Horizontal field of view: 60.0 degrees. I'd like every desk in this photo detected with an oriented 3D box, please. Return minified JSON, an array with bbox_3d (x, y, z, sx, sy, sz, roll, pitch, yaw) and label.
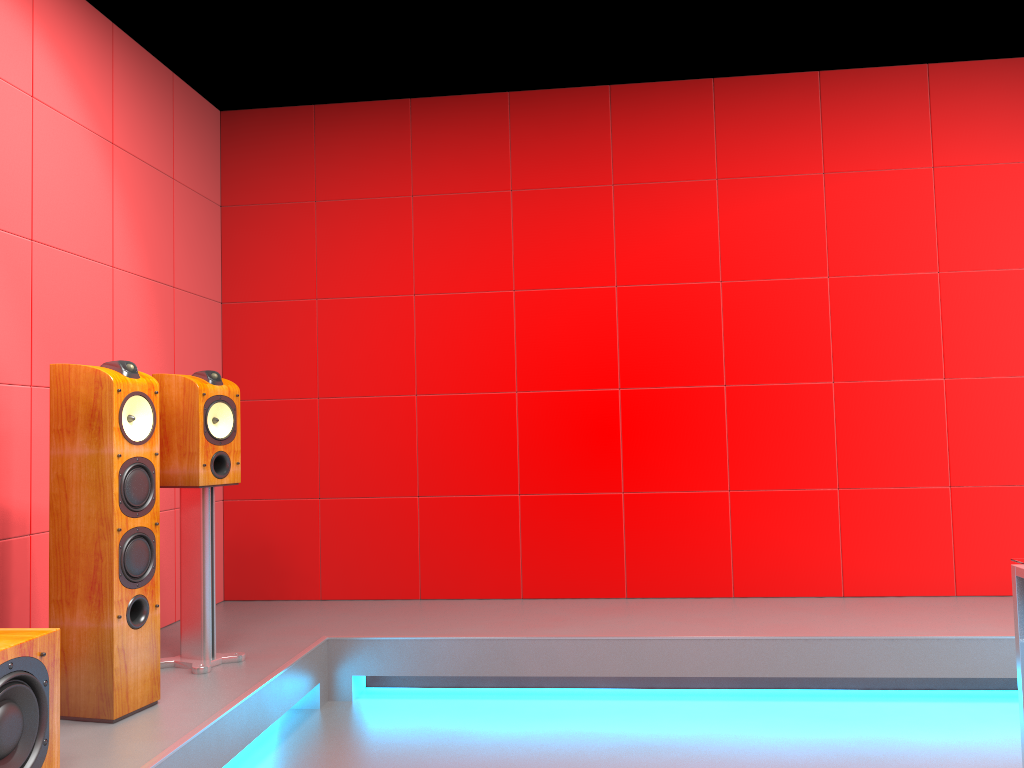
[{"bbox_3d":[1.492,0.747,1.462,0.594,0.690,1.617,-2,-3,6],"label":"desk"}]

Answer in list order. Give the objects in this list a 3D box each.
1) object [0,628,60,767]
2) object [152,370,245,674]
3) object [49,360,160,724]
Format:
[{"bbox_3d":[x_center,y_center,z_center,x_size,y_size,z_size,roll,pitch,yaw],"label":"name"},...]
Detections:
[{"bbox_3d":[-1.269,0.762,1.963,0.360,0.360,0.360,-2,-3,6],"label":"object"},{"bbox_3d":[-1.145,0.480,3.229,0.265,1.058,0.231,-3,-4,26],"label":"object"},{"bbox_3d":[-1.227,0.455,2.686,0.238,1.052,0.203,-2,-3,16],"label":"object"}]
